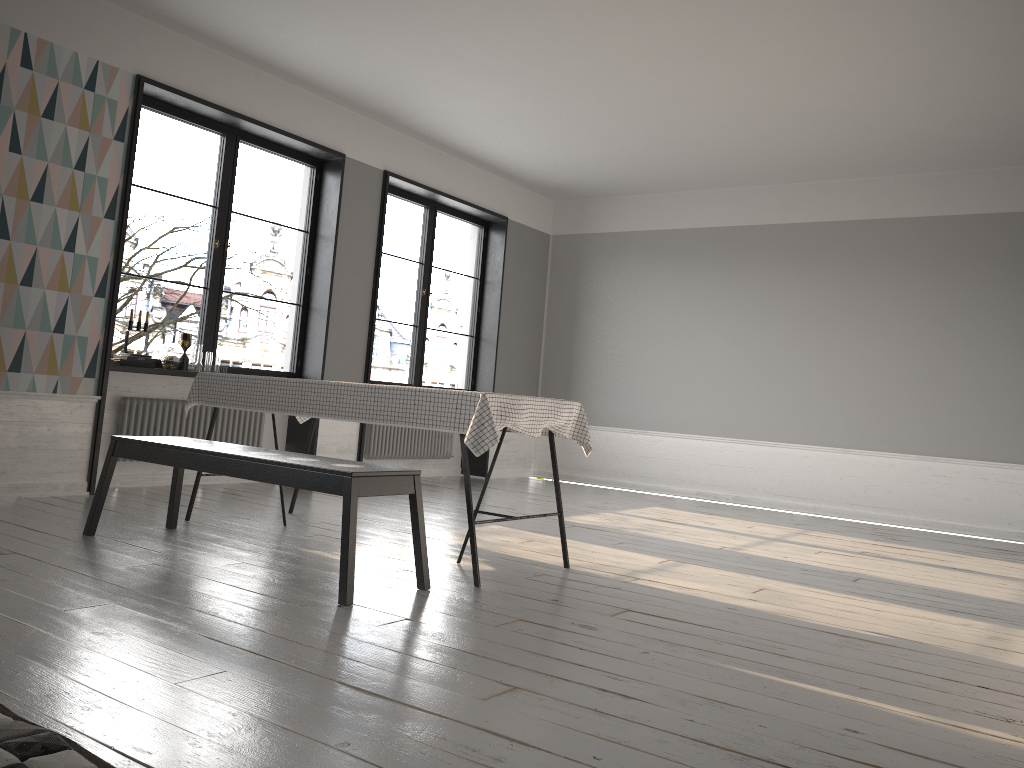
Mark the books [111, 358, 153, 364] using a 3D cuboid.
[{"bbox_3d":[-2.454,-0.149,5.685,0.174,0.011,0.215,3,-2,40],"label":"books"}]

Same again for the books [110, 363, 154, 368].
[{"bbox_3d":[-2.460,-0.120,5.672,0.162,0.011,0.266,4,-2,37],"label":"books"}]

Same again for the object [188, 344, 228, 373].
[{"bbox_3d":[-2.125,-0.172,6.162,0.153,0.193,0.266,2,-4,34],"label":"object"}]

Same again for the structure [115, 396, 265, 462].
[{"bbox_3d":[-2.237,0.331,6.254,0.149,0.430,1.216,1,-3,32],"label":"structure"}]

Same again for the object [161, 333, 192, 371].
[{"bbox_3d":[-2.253,-0.220,5.957,0.115,0.258,0.193,0,-6,44],"label":"object"}]

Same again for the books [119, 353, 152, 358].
[{"bbox_3d":[-2.427,-0.183,5.704,0.124,0.017,0.153,4,-2,36],"label":"books"}]

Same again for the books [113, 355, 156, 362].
[{"bbox_3d":[-2.434,-0.163,5.702,0.162,0.022,0.197,4,-2,35],"label":"books"}]

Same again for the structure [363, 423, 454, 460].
[{"bbox_3d":[-0.923,0.482,8.175,0.149,0.430,1.216,1,-3,32],"label":"structure"}]

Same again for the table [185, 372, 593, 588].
[{"bbox_3d":[-0.687,0.401,4.438,2.027,0.788,0.926,3,-3,34],"label":"table"}]

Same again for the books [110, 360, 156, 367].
[{"bbox_3d":[-2.463,-0.135,5.679,0.184,0.019,0.270,4,-2,34],"label":"books"}]

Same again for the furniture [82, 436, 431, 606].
[{"bbox_3d":[-1.117,0.517,3.760,1.671,0.458,0.463,3,-3,34],"label":"furniture"}]

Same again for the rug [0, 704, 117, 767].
[{"bbox_3d":[-2.150,0.589,1.108,1.772,0.034,2.513,4,-2,35],"label":"rug"}]
